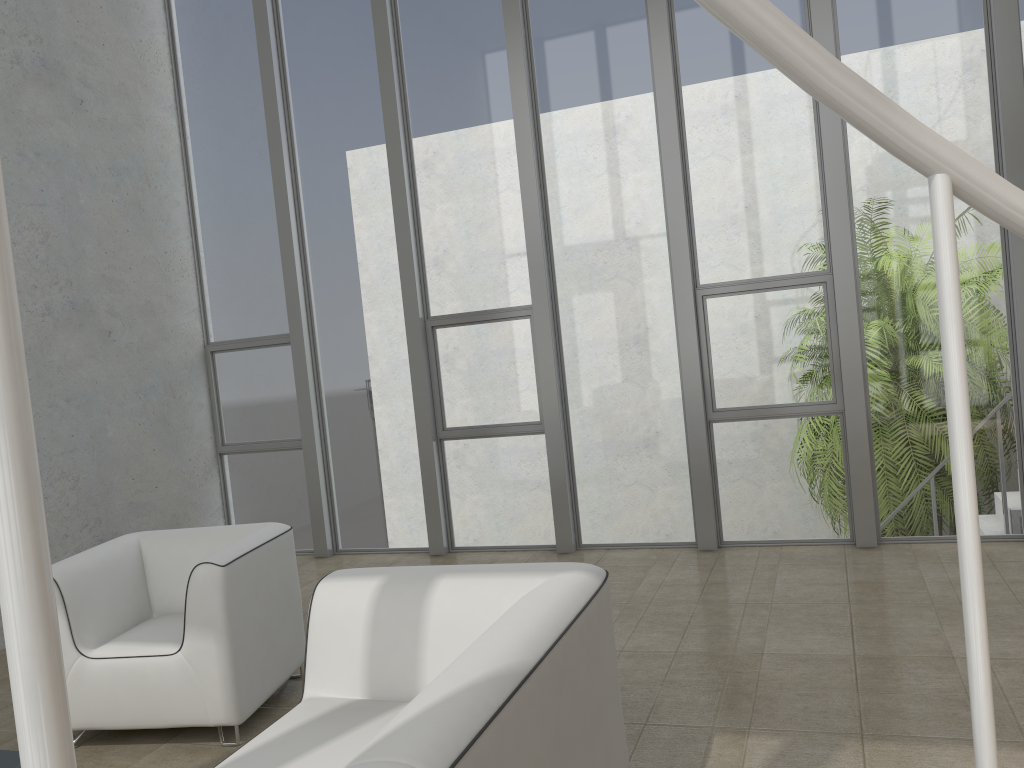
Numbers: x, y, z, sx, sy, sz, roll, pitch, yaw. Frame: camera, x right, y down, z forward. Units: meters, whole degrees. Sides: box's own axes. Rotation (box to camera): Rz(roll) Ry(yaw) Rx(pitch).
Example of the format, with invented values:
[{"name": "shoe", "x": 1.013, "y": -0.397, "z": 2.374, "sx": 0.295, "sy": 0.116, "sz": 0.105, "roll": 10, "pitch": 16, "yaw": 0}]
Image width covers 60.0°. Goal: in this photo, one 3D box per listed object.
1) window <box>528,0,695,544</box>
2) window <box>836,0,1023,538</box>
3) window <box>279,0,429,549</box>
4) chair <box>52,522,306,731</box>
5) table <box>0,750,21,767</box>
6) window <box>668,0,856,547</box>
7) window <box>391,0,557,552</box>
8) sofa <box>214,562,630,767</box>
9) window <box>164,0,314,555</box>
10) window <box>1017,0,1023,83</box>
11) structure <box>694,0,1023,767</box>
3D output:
[{"name": "window", "x": 0.525, "y": -1.780, "z": 5.596, "sx": 0.741, "sy": 5.650, "sz": 0.010, "roll": -5, "pitch": 3, "yaw": 20}, {"name": "window", "x": 2.240, "y": -1.929, "z": 4.983, "sx": 0.741, "sy": 5.650, "sz": 0.010, "roll": -5, "pitch": 3, "yaw": 20}, {"name": "window", "x": -1.190, "y": -1.632, "z": 6.208, "sx": 0.741, "sy": 5.650, "sz": 0.010, "roll": -5, "pitch": 3, "yaw": 20}, {"name": "chair", "x": -1.378, "y": 0.966, "z": 3.659, "sx": 0.829, "sy": 0.635, "sz": 0.720, "roll": -5, "pitch": 2, "yaw": 10}, {"name": "table", "x": -1.732, "y": 1.283, "z": 1.866, "sx": 0.532, "sy": 0.390, "sz": 1.420, "roll": -5, "pitch": 3, "yaw": 20}, {"name": "window", "x": 1.377, "y": -1.853, "z": 5.275, "sx": 0.800, "sy": 5.700, "sz": 0.050, "roll": -5, "pitch": 3, "yaw": 20}, {"name": "window", "x": -0.338, "y": -1.705, "z": 5.888, "sx": 0.800, "sy": 5.700, "sz": 0.050, "roll": -5, "pitch": 3, "yaw": 20}, {"name": "sofa", "x": -0.536, "y": 0.967, "z": 1.615, "sx": 0.971, "sy": 0.638, "sz": 2.601, "roll": -5, "pitch": 3, "yaw": 20}, {"name": "window", "x": -2.053, "y": -1.556, "z": 6.500, "sx": 0.800, "sy": 5.700, "sz": 0.050, "roll": -5, "pitch": 3, "yaw": 20}, {"name": "window", "x": 3.093, "y": -2.002, "z": 4.663, "sx": 0.800, "sy": 5.700, "sz": 0.050, "roll": -5, "pitch": 3, "yaw": 20}, {"name": "structure", "x": 2.804, "y": 0.588, "z": 1.297, "sx": 4.916, "sy": 6.900, "sz": 6.700, "roll": -5, "pitch": 3, "yaw": 20}]
